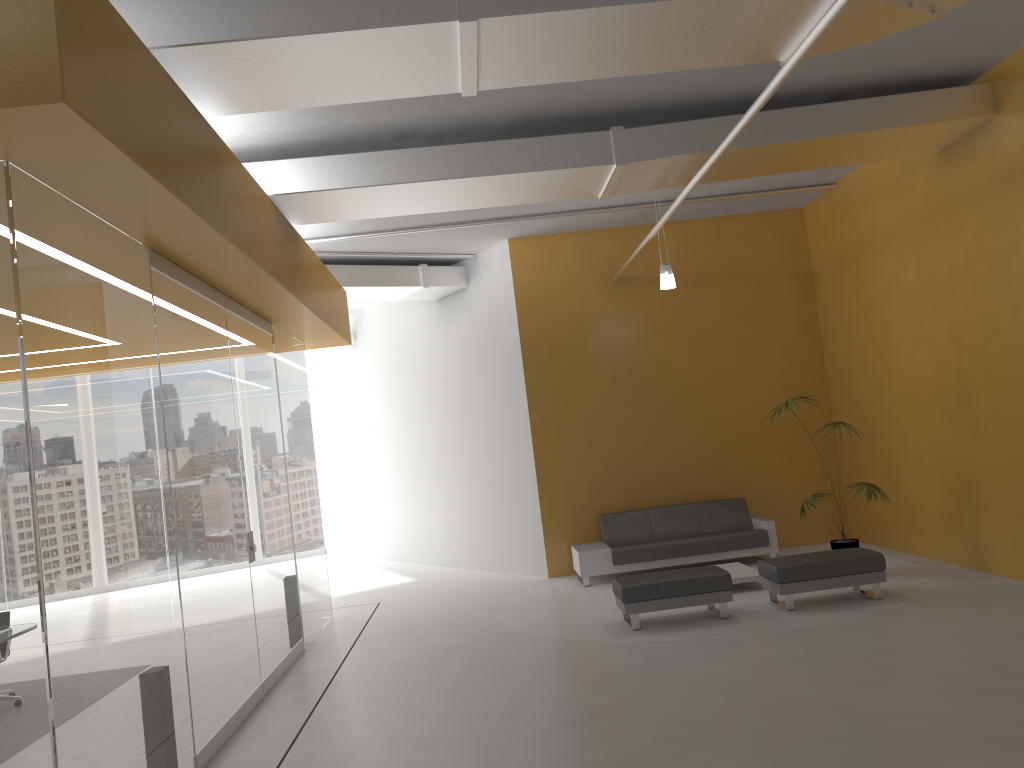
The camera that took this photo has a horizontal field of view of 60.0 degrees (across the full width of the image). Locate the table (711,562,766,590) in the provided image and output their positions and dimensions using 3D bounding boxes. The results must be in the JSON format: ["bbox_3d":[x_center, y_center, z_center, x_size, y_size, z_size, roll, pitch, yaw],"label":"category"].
[{"bbox_3d":[2.107,2.120,9.559,1.000,0.150,1.000,-7,-4,-3],"label":"table"}]

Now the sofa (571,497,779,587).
[{"bbox_3d":[1.962,1.924,10.957,2.400,0.761,0.860,-7,-4,-3],"label":"sofa"}]

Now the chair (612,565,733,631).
[{"bbox_3d":[1.478,1.963,8.193,1.012,0.423,0.575,-7,-4,-3],"label":"chair"}]

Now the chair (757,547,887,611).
[{"bbox_3d":[2.876,1.800,8.241,1.012,0.423,0.575,-7,-4,-3],"label":"chair"}]

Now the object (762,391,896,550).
[{"bbox_3d":[3.293,1.046,9.246,1.222,1.956,0.912,-10,-5,38],"label":"object"}]

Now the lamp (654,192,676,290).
[{"bbox_3d":[1.645,-1.658,9.779,0.174,1.227,0.174,-10,-5,38],"label":"lamp"}]
